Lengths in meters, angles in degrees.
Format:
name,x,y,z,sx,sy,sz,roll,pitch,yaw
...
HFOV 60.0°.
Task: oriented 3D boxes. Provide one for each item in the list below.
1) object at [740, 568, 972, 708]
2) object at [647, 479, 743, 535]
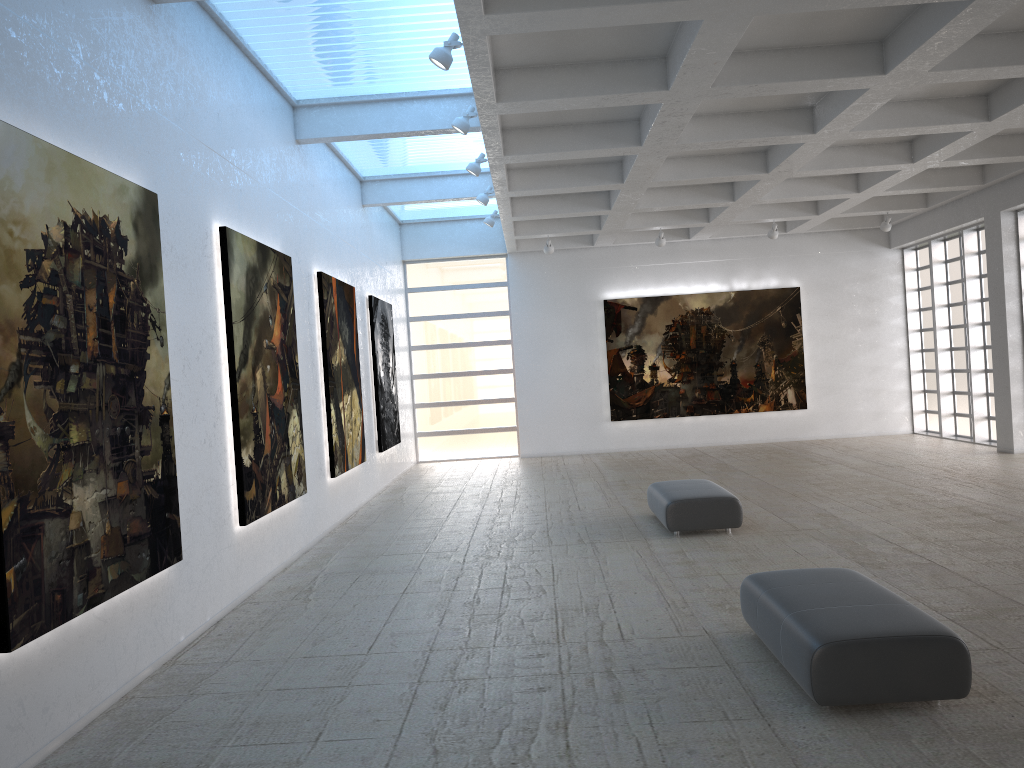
name,x,y,z,sx,sy,sz,roll,pitch,yaw
object,3.766,2.827,10.216,1.616,0.828,3.044,-4,1,1
object,3.992,2.691,19.732,1.616,0.828,3.044,-4,1,1
